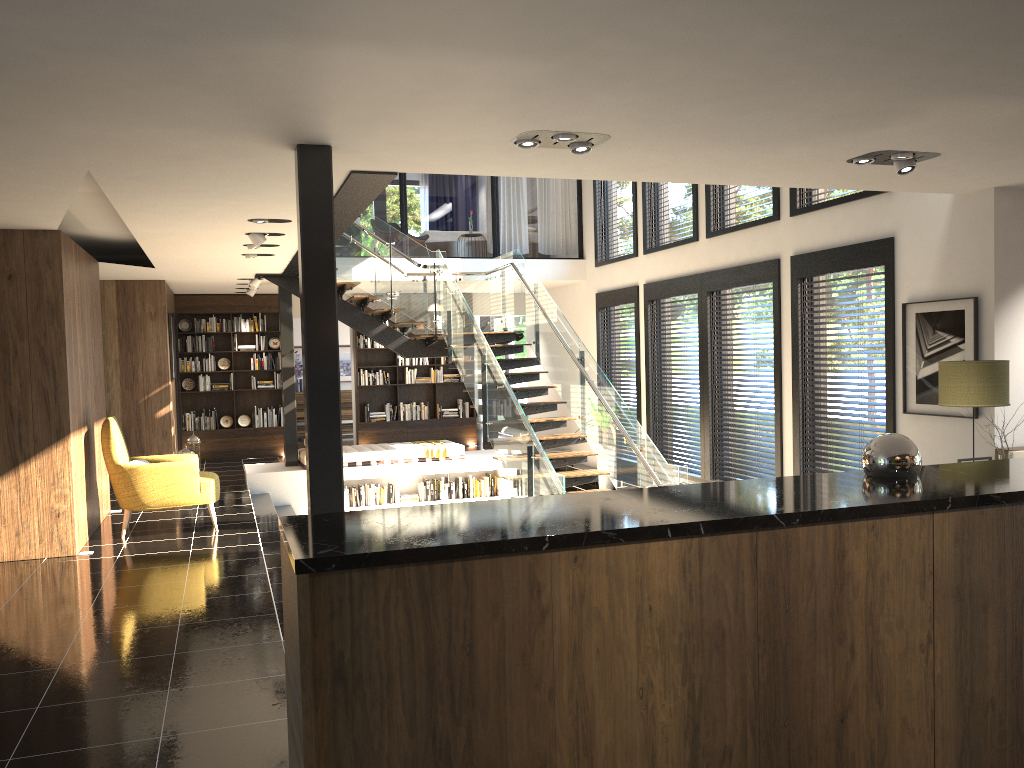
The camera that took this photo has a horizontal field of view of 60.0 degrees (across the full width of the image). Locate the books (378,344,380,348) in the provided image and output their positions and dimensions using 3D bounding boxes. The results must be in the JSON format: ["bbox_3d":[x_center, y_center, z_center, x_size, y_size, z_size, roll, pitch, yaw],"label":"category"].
[{"bbox_3d":[-2.294,-0.723,15.229,0.025,0.211,0.126,-2,3,-18],"label":"books"}]

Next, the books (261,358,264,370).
[{"bbox_3d":[-4.109,-0.332,14.608,0.032,0.195,0.182,-2,2,-18],"label":"books"}]

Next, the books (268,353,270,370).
[{"bbox_3d":[-4.010,-0.377,14.657,0.037,0.277,0.179,-2,2,-18],"label":"books"}]

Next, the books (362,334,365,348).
[{"bbox_3d":[-2.536,-0.735,15.159,0.029,0.255,0.128,-2,3,-18],"label":"books"}]

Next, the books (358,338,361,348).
[{"bbox_3d":[-2.612,-0.694,15.126,0.037,0.178,0.109,-2,2,-18],"label":"books"}]

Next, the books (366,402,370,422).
[{"bbox_3d":[-2.477,0.484,15.209,0.028,0.340,0.203,-2,3,-18],"label":"books"}]

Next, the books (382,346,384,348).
[{"bbox_3d":[-2.236,-0.725,15.245,0.028,0.211,0.133,-2,2,-18],"label":"books"}]

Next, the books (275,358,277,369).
[{"bbox_3d":[-3.910,-0.337,14.702,0.026,0.190,0.121,-2,2,-18],"label":"books"}]

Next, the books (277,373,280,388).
[{"bbox_3d":[-3.885,-0.056,14.771,0.038,0.257,0.138,-2,3,-18],"label":"books"}]

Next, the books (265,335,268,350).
[{"bbox_3d":[-4.067,-0.682,14.666,0.035,0.251,0.196,-2,2,-18],"label":"books"}]

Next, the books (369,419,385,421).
[{"bbox_3d":[-2.327,0.609,15.295,0.258,0.024,0.167,-2,2,-17],"label":"books"}]

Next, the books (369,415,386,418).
[{"bbox_3d":[-2.328,0.557,15.291,0.287,0.031,0.176,-2,2,-20],"label":"books"}]

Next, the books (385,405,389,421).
[{"bbox_3d":[-2.168,0.499,15.325,0.030,0.284,0.177,-2,2,-18],"label":"books"}]

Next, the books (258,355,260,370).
[{"bbox_3d":[-4.162,-0.359,14.597,0.021,0.253,0.167,-2,2,-18],"label":"books"}]

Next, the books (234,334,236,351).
[{"bbox_3d":[-4.537,-0.679,14.525,0.027,0.279,0.166,-2,3,-18],"label":"books"}]

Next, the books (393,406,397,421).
[{"bbox_3d":[-2.037,0.509,15.388,0.075,0.255,0.181,-2,2,-18],"label":"books"}]

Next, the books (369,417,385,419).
[{"bbox_3d":[-2.332,0.585,15.306,0.271,0.025,0.156,-2,2,-17],"label":"books"}]

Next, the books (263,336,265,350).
[{"bbox_3d":[-4.110,-0.674,14.668,0.047,0.238,0.225,-2,2,-18],"label":"books"}]

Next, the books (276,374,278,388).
[{"bbox_3d":[-3.897,-0.049,14.724,0.014,0.247,0.192,-2,2,-18],"label":"books"}]

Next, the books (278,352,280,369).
[{"bbox_3d":[-3.870,-0.383,14.710,0.018,0.278,0.114,-2,3,-18],"label":"books"}]

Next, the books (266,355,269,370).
[{"bbox_3d":[-4.047,-0.357,14.663,0.030,0.239,0.146,-2,3,-18],"label":"books"}]

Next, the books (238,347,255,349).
[{"bbox_3d":[-4.368,-0.595,14.599,0.266,0.030,0.209,-2,2,-17],"label":"books"}]

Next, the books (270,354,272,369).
[{"bbox_3d":[-3.983,-0.370,14.659,0.016,0.262,0.155,-2,3,-18],"label":"books"}]

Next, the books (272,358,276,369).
[{"bbox_3d":[-3.954,-0.339,14.697,0.060,0.196,0.119,-2,2,-18],"label":"books"}]

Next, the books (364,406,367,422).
[{"bbox_3d":[-2.516,0.518,15.245,0.025,0.270,0.156,-2,3,-18],"label":"books"}]

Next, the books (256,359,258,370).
[{"bbox_3d":[-4.201,-0.322,14.602,0.028,0.181,0.130,-2,2,-18],"label":"books"}]

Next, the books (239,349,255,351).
[{"bbox_3d":[-4.372,-0.563,14.613,0.239,0.033,0.176,-2,2,-21],"label":"books"}]

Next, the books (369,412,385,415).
[{"bbox_3d":[-2.331,0.504,15.292,0.257,0.024,0.167,-2,2,-18],"label":"books"}]

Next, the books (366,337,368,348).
[{"bbox_3d":[-2.480,-0.708,15.168,0.021,0.196,0.103,-2,3,-18],"label":"books"}]

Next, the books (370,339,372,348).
[{"bbox_3d":[-2.417,-0.725,15.199,0.052,0.224,0.099,-2,3,-18],"label":"books"}]

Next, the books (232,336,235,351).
[{"bbox_3d":[-4.571,-0.660,14.542,0.028,0.242,0.194,-2,2,-18],"label":"books"}]

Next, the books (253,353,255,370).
[{"bbox_3d":[-4.250,-0.370,14.598,0.025,0.281,0.145,-2,3,-18],"label":"books"}]

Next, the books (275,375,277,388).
[{"bbox_3d":[-3.925,-0.039,14.750,0.024,0.226,0.141,-2,2,-18],"label":"books"}]

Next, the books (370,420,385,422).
[{"bbox_3d":[-2.332,0.634,15.312,0.247,0.026,0.148,-2,2,-19],"label":"books"}]

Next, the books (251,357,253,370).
[{"bbox_3d":[-4.279,-0.335,14.597,0.033,0.211,0.132,-2,2,-18],"label":"books"}]

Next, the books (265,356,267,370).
[{"bbox_3d":[-4.066,-0.346,14.632,0.027,0.219,0.139,-2,2,-18],"label":"books"}]

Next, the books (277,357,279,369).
[{"bbox_3d":[-3.882,-0.347,14.691,0.020,0.209,0.147,-2,2,-18],"label":"books"}]

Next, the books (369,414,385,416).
[{"bbox_3d":[-2.333,0.529,15.303,0.271,0.025,0.156,-2,2,-17],"label":"books"}]

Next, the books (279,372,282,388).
[{"bbox_3d":[-3.846,-0.061,14.734,0.013,0.267,0.177,-2,2,-18],"label":"books"}]

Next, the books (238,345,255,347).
[{"bbox_3d":[-4.372,-0.620,14.606,0.264,0.021,0.189,-2,2,-20],"label":"books"}]

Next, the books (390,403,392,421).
[{"bbox_3d":[-2.111,0.488,15.358,0.036,0.302,0.186,-2,2,-18],"label":"books"}]

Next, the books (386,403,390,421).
[{"bbox_3d":[-2.145,0.485,15.352,0.031,0.310,0.169,-2,3,-18],"label":"books"}]

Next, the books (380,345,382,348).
[{"bbox_3d":[-2.269,-0.722,15.246,0.034,0.208,0.112,-2,3,-18],"label":"books"}]

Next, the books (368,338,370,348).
[{"bbox_3d":[-2.457,-0.733,15.180,0.034,0.245,0.127,-2,3,-18],"label":"books"}]

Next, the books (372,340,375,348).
[{"bbox_3d":[-2.369,-0.700,15.187,0.029,0.173,0.138,-2,2,-18],"label":"books"}]

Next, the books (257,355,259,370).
[{"bbox_3d":[-4.181,-0.358,14.600,0.014,0.253,0.169,-2,2,-18],"label":"books"}]

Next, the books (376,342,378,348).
[{"bbox_3d":[-2.319,-0.713,15.212,0.032,0.194,0.120,-2,2,-18],"label":"books"}]

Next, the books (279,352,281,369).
[{"bbox_3d":[-3.847,-0.383,14.698,0.016,0.278,0.201,-2,2,-18],"label":"books"}]

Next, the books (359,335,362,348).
[{"bbox_3d":[-2.586,-0.722,15.149,0.030,0.230,0.103,-2,3,-18],"label":"books"}]

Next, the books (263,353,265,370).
[{"bbox_3d":[-4.092,-0.376,14.634,0.020,0.281,0.153,-2,3,-18],"label":"books"}]

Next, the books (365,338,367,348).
[{"bbox_3d":[-2.503,-0.693,15.157,0.030,0.168,0.125,-2,2,-18],"label":"books"}]

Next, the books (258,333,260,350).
[{"bbox_3d":[-4.174,-0.696,14.626,0.049,0.286,0.259,-2,2,-18],"label":"books"}]

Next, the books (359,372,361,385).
[{"bbox_3d":[-2.617,-0.093,15.184,0.028,0.238,0.134,-2,3,-18],"label":"books"}]

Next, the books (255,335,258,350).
[{"bbox_3d":[-4.213,-0.684,14.631,0.023,0.265,0.218,-2,2,-18],"label":"books"}]

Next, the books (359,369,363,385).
[{"bbox_3d":[-2.581,-0.116,15.160,0.028,0.282,0.168,-2,3,-18],"label":"books"}]

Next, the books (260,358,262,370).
[{"bbox_3d":[-4.145,-0.334,14.626,0.026,0.200,0.154,-2,2,-18],"label":"books"}]

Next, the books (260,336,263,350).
[{"bbox_3d":[-4.138,-0.671,14.640,0.025,0.235,0.231,-2,2,-18],"label":"books"}]
